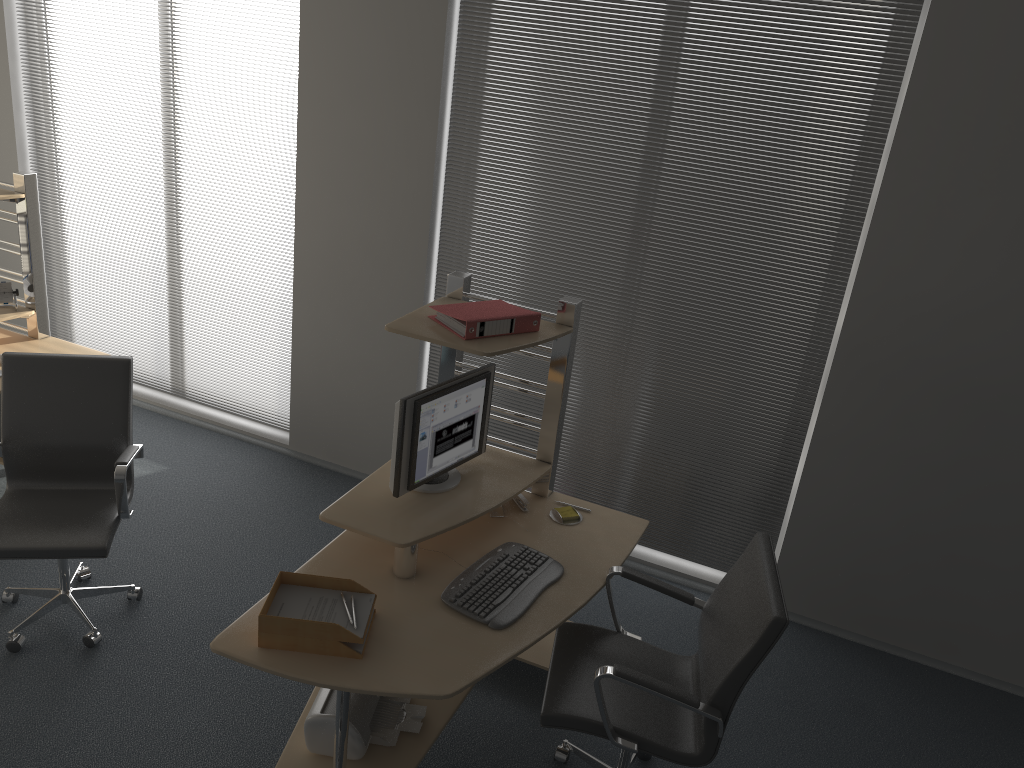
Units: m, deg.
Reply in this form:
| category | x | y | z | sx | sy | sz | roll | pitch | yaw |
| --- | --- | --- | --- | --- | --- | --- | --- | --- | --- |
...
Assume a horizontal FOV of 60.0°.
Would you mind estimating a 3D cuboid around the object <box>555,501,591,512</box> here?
| category | x | y | z | sx | sy | sz | roll | pitch | yaw |
| --- | --- | --- | --- | --- | --- | --- | --- | --- | --- |
| object | 0.244 | 0.493 | 3.581 | 0.158 | 0.011 | 0.011 | 14 | 23 | 16 |

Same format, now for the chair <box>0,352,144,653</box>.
| category | x | y | z | sx | sy | sz | roll | pitch | yaw |
| --- | --- | --- | --- | --- | --- | --- | --- | --- | --- |
| chair | -1.809 | 0.482 | 3.541 | 0.584 | 1.048 | 0.652 | 2 | 23 | -13 |

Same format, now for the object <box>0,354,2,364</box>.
| category | x | y | z | sx | sy | sz | roll | pitch | yaw |
| --- | --- | --- | --- | --- | --- | --- | --- | --- | --- |
| object | -2.682 | -0.196 | 4.384 | 0.742 | 0.088 | 0.168 | 16 | 24 | 21 |

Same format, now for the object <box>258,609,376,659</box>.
| category | x | y | z | sx | sy | sz | roll | pitch | yaw |
| --- | --- | --- | --- | --- | --- | --- | --- | --- | --- |
| object | -0.587 | 0.723 | 2.703 | 0.309 | 0.060 | 0.225 | 7 | 22 | -1 |

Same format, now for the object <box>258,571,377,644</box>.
| category | x | y | z | sx | sy | sz | roll | pitch | yaw |
| --- | --- | --- | --- | --- | --- | --- | --- | --- | --- |
| object | -0.580 | 0.671 | 2.682 | 0.309 | 0.060 | 0.225 | 7 | 22 | -1 |

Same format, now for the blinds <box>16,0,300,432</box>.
| category | x | y | z | sx | sy | sz | roll | pitch | yaw |
| --- | --- | --- | --- | --- | --- | --- | --- | --- | --- |
| blinds | -2.033 | -1.216 | 5.074 | 1.950 | 2.749 | 0.037 | 15 | 24 | 19 |

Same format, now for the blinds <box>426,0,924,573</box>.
| category | x | y | z | sx | sy | sz | roll | pitch | yaw |
| --- | --- | --- | --- | --- | --- | --- | --- | --- | --- |
| blinds | 0.531 | -0.521 | 4.184 | 1.950 | 2.770 | 0.022 | 15 | 24 | 19 |

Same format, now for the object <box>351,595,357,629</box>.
| category | x | y | z | sx | sy | sz | roll | pitch | yaw |
| --- | --- | --- | --- | --- | --- | --- | --- | --- | --- |
| object | -0.479 | 0.692 | 2.685 | 0.008 | 0.009 | 0.159 | 1 | 23 | -15 |

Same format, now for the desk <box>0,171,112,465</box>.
| category | x | y | z | sx | sy | sz | roll | pitch | yaw |
| --- | --- | --- | --- | --- | --- | --- | --- | --- | --- |
| desk | -2.722 | -0.084 | 3.946 | 0.967 | 1.566 | 1.469 | 15 | 24 | 19 |

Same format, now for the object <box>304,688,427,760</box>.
| category | x | y | z | sx | sy | sz | roll | pitch | yaw |
| --- | --- | --- | --- | --- | --- | --- | --- | --- | --- |
| object | -0.464 | 1.053 | 2.994 | 0.351 | 0.162 | 0.438 | 9 | 22 | 4 |

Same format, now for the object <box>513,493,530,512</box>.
| category | x | y | z | sx | sy | sz | roll | pitch | yaw |
| --- | --- | --- | --- | --- | --- | --- | --- | --- | --- |
| object | 0.030 | 0.462 | 3.549 | 0.022 | 0.042 | 0.134 | -4 | 25 | -26 |

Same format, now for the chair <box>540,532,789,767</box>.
| category | x | y | z | sx | sy | sz | roll | pitch | yaw |
| --- | --- | --- | --- | --- | --- | --- | --- | --- | --- |
| chair | 0.445 | 1.009 | 2.960 | 0.652 | 1.048 | 0.584 | 10 | 22 | 6 |

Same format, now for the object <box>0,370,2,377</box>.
| category | x | y | z | sx | sy | sz | roll | pitch | yaw |
| --- | --- | --- | --- | --- | --- | --- | --- | --- | --- |
| object | -2.787 | -0.080 | 4.079 | 0.814 | 0.082 | 0.478 | 19 | 25 | 26 |

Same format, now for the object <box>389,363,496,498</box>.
| category | x | y | z | sx | sy | sz | roll | pitch | yaw |
| --- | --- | --- | --- | --- | --- | --- | --- | --- | --- |
| object | -0.284 | 0.157 | 3.277 | 0.245 | 0.418 | 0.516 | 26 | 29 | 38 |

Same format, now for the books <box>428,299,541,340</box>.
| category | x | y | z | sx | sy | sz | roll | pitch | yaw |
| --- | --- | --- | --- | --- | --- | --- | --- | --- | --- |
| books | -0.101 | -0.252 | 3.240 | 0.320 | 0.072 | 0.262 | -9 | 27 | -34 |

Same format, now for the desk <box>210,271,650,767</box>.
| category | x | y | z | sx | sy | sz | roll | pitch | yaw |
| --- | --- | --- | --- | --- | --- | --- | --- | --- | --- |
| desk | -0.165 | 0.610 | 3.056 | 0.967 | 1.566 | 1.469 | 15 | 24 | 19 |

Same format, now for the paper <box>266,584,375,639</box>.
| category | x | y | z | sx | sy | sz | roll | pitch | yaw |
| --- | --- | --- | --- | --- | --- | --- | --- | --- | --- |
| paper | -0.581 | 0.687 | 2.688 | 0.297 | 0.010 | 0.210 | 7 | 22 | -1 |

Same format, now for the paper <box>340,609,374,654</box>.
| category | x | y | z | sx | sy | sz | roll | pitch | yaw |
| --- | --- | --- | --- | --- | --- | --- | --- | --- | --- |
| paper | -0.587 | 0.734 | 2.708 | 0.297 | 0.019 | 0.210 | 7 | 22 | -1 |

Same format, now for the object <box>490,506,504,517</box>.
| category | x | y | z | sx | sy | sz | roll | pitch | yaw |
| --- | --- | --- | --- | --- | --- | --- | --- | --- | --- |
| object | -0.066 | 0.456 | 3.505 | 0.054 | 0.064 | 0.159 | 2 | 23 | -12 |

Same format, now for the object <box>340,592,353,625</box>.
| category | x | y | z | sx | sy | sz | roll | pitch | yaw |
| --- | --- | --- | --- | --- | --- | --- | --- | --- | --- |
| object | -0.503 | 0.683 | 2.700 | 0.008 | 0.009 | 0.159 | -3 | 24 | -23 |

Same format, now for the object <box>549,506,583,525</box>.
| category | x | y | z | sx | sy | sz | roll | pitch | yaw |
| --- | --- | --- | --- | --- | --- | --- | --- | --- | --- |
| object | 0.215 | 0.512 | 3.505 | 0.132 | 0.026 | 0.132 | 15 | 24 | 19 |

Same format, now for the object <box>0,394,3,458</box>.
| category | x | y | z | sx | sy | sz | roll | pitch | yaw |
| --- | --- | --- | --- | --- | --- | --- | --- | --- | --- |
| object | -2.498 | 0.170 | 4.542 | 0.471 | 0.422 | 0.199 | 15 | 24 | 19 |

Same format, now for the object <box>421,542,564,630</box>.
| category | x | y | z | sx | sy | sz | roll | pitch | yaw |
| --- | --- | --- | --- | --- | --- | --- | --- | --- | --- |
| object | -0.260 | 0.621 | 3.162 | 0.814 | 0.082 | 0.478 | 19 | 25 | 26 |

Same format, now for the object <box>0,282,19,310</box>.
| category | x | y | z | sx | sy | sz | roll | pitch | yaw |
| --- | --- | --- | --- | --- | --- | --- | --- | --- | --- |
| object | -2.527 | -0.433 | 4.387 | 0.154 | 0.135 | 0.093 | -7 | 26 | -30 |
